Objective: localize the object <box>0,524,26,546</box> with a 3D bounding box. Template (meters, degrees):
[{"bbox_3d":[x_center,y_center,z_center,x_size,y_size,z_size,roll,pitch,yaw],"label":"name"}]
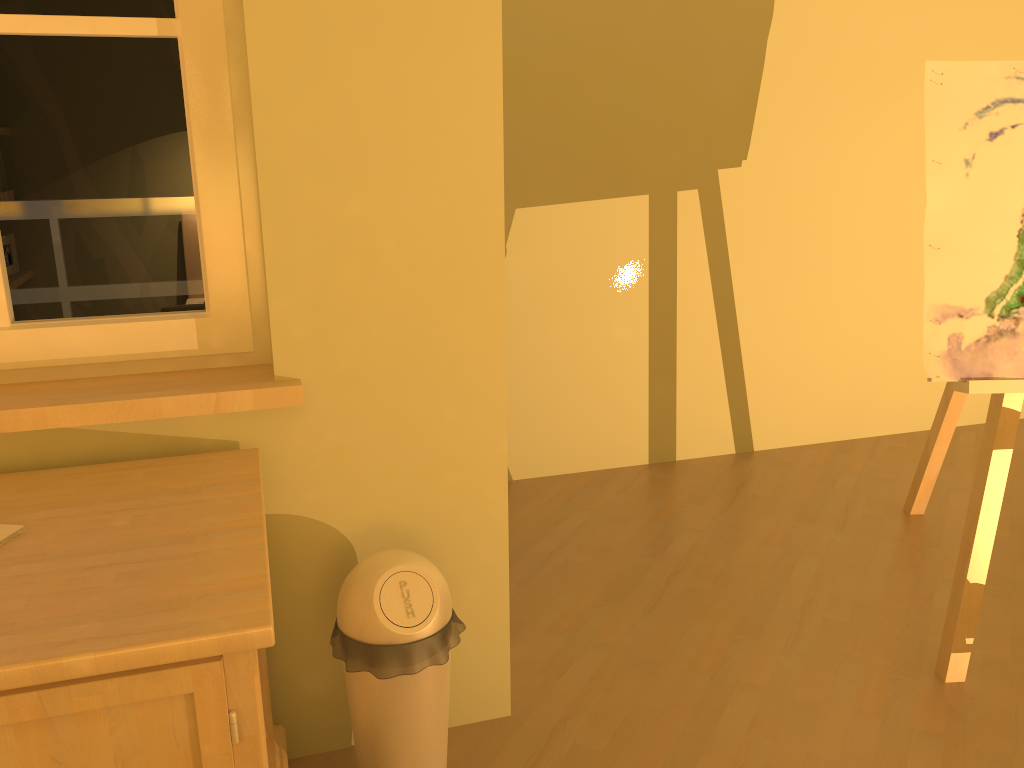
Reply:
[{"bbox_3d":[-0.856,0.252,1.203,0.210,0.010,0.300,2,16,8],"label":"object"}]

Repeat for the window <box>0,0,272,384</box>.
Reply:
[{"bbox_3d":[-1.213,-0.585,1.457,1.486,1.263,0.142,-5,16,-16],"label":"window"}]

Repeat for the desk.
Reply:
[{"bbox_3d":[-1.046,0.613,1.274,1.396,0.720,0.684,-5,16,-16],"label":"desk"}]

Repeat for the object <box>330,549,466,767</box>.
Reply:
[{"bbox_3d":[-0.218,0.576,1.718,0.248,0.535,0.255,4,16,17],"label":"object"}]

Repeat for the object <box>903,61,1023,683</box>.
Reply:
[{"bbox_3d":[1.331,-0.227,2.239,0.972,1.896,1.132,-11,18,-33],"label":"object"}]
